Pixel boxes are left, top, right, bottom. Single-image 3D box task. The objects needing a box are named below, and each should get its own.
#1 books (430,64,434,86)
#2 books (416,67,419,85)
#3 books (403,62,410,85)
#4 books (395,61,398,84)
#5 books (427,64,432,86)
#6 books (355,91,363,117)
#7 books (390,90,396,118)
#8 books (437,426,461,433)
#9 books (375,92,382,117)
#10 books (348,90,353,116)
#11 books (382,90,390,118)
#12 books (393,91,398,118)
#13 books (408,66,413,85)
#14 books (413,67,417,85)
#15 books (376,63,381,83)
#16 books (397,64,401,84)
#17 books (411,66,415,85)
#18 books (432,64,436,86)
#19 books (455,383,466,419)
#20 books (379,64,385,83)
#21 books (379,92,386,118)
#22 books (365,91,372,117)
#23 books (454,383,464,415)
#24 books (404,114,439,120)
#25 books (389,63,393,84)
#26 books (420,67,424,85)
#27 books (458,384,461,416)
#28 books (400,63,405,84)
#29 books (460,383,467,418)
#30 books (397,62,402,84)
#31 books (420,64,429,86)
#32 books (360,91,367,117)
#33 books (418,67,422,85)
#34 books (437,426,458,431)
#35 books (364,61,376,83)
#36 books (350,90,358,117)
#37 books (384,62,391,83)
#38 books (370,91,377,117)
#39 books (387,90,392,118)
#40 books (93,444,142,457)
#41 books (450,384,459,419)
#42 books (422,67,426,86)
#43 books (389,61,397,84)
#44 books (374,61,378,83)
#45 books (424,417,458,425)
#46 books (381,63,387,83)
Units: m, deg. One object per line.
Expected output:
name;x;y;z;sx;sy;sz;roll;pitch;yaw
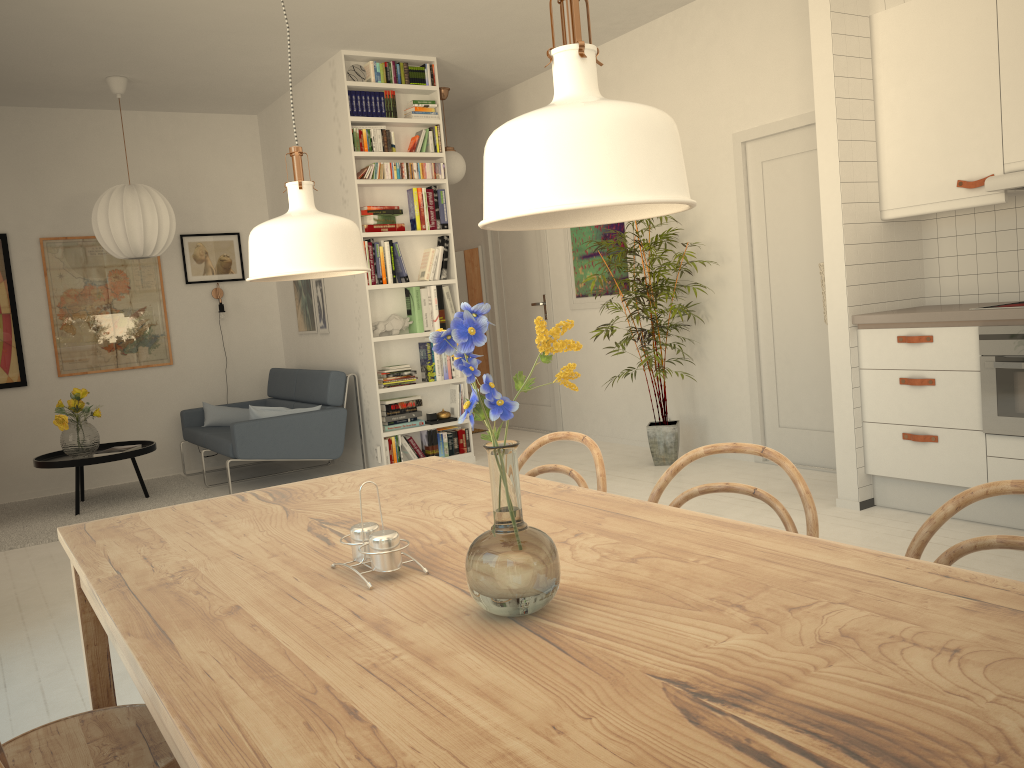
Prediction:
books;-0.621;-2.180;6.350;0.021;0.151;0.228;-8;6;-32
books;-0.699;-2.155;6.262;0.017;0.130;0.150;-8;6;-32
books;-0.780;-2.158;6.244;0.032;0.152;0.200;-8;6;-32
books;-0.853;-2.150;6.207;0.012;0.157;0.220;-8;6;-32
books;-0.641;-2.180;6.342;0.020;0.156;0.229;-8;6;-32
books;-1.081;-1.892;6.067;0.034;0.178;0.188;-8;6;-32
books;-0.874;-1.929;6.196;0.020;0.191;0.205;-8;6;-32
books;-0.489;0.331;6.492;0.193;0.011;0.130;-9;6;-32
books;-0.963;-1.910;6.141;0.034;0.178;0.188;-8;6;-32
books;-1.140;-1.884;6.030;0.034;0.178;0.188;-8;6;-32
books;-0.915;-1.924;6.184;0.020;0.191;0.205;-8;6;-32
books;-0.863;-1.932;6.217;0.020;0.191;0.205;-8;6;-32
books;-0.743;-2.149;6.234;0.017;0.130;0.150;-8;6;-32
books;-0.714;-2.153;6.253;0.017;0.130;0.150;-8;6;-32
books;-0.950;-2.122;6.112;0.023;0.136;0.161;-8;6;-32
books;-0.834;-2.142;6.207;0.019;0.137;0.201;-8;6;-32
books;-0.728;-2.151;6.243;0.017;0.130;0.150;-8;6;-32
books;-0.619;-2.185;6.378;0.014;0.154;0.260;-8;6;-32
books;-0.396;0.123;6.540;0.007;0.257;0.181;-8;6;-32
books;-0.953;-2.124;6.161;0.025;0.131;0.253;-8;6;-32
books;-0.934;-1.914;6.160;0.034;0.178;0.188;-8;6;-32
books;-1.022;-1.901;6.104;0.034;0.178;0.188;-8;6;-32
books;-0.408;0.124;6.547;0.008;0.256;0.184;-8;6;-32
books;-0.668;-1.882;6.330;0.214;0.038;0.222;-9;6;-32
books;-0.886;-2.140;6.183;0.024;0.148;0.188;-8;6;-32
books;-0.669;-2.160;6.280;0.017;0.130;0.150;-8;6;-32
books;-0.409;0.129;6.514;0.033;0.258;0.130;-8;6;-32
books;-0.816;-2.154;6.240;0.032;0.154;0.212;-8;6;-32
books;-0.383;0.123;6.538;0.011;0.256;0.139;-8;6;-32
books;-0.827;-2.151;6.220;0.009;0.151;0.208;-8;6;-32
books;-0.639;-2.175;6.299;0.019;0.157;0.150;-8;6;-32
books;-1.051;-1.897;6.086;0.034;0.178;0.188;-8;6;-32
books;-0.684;-2.157;6.271;0.017;0.130;0.150;-8;6;-32
books;-0.492;0.324;6.469;0.165;0.006;0.103;-9;6;-32
books;-0.987;-2.124;6.099;0.026;0.149;0.155;-8;6;-32
books;-1.110;-1.888;6.049;0.034;0.178;0.188;-8;6;-32
books;-0.899;-2.135;6.156;0.028;0.147;0.192;-8;6;-32
books;-0.993;-1.906;6.123;0.034;0.178;0.188;-8;6;-32
books;-0.896;-1.926;6.193;0.020;0.191;0.205;-8;6;-32
books;-2.678;0.458;6.028;0.200;0.031;0.289;-5;5;2
books;-0.443;0.129;6.532;0.034;0.257;0.209;-8;6;-32
books;-0.655;-2.162;6.290;0.017;0.130;0.150;-8;6;-32
books;-0.871;-2.147;6.202;0.024;0.156;0.228;-8;6;-32
books;-0.979;-2.125;6.124;0.013;0.146;0.208;-8;6;-32
books;-0.518;0.265;6.411;0.215;0.023;0.130;-9;6;-32
books;-0.928;-2.130;6.160;0.018;0.141;0.206;-8;6;-32
